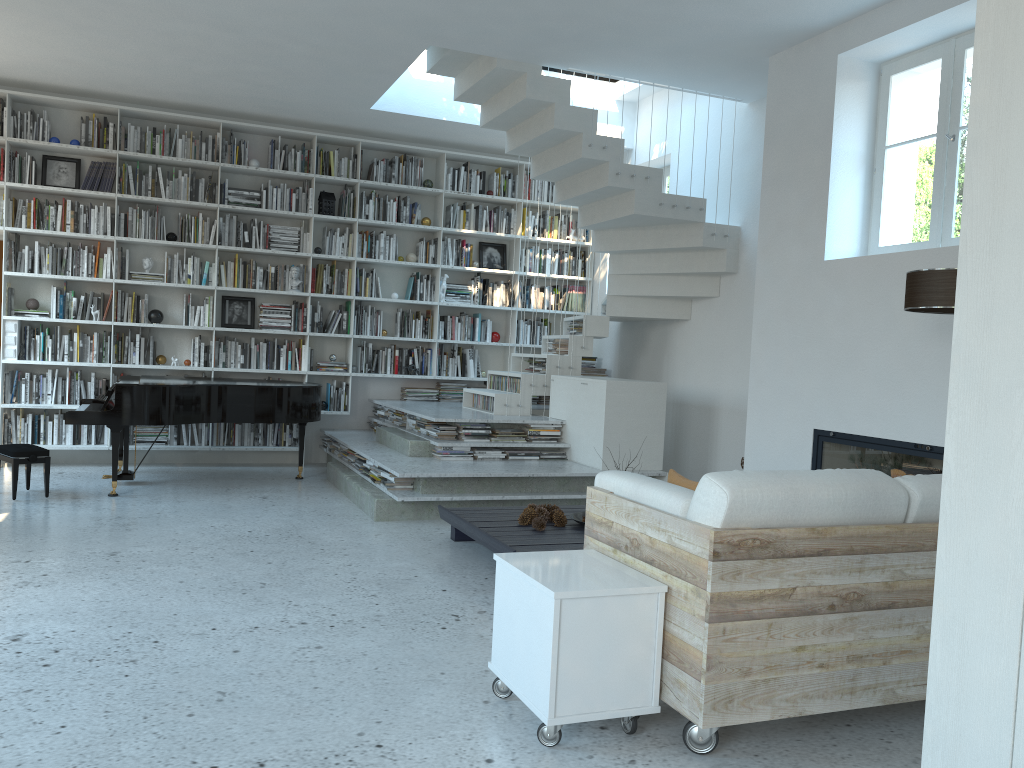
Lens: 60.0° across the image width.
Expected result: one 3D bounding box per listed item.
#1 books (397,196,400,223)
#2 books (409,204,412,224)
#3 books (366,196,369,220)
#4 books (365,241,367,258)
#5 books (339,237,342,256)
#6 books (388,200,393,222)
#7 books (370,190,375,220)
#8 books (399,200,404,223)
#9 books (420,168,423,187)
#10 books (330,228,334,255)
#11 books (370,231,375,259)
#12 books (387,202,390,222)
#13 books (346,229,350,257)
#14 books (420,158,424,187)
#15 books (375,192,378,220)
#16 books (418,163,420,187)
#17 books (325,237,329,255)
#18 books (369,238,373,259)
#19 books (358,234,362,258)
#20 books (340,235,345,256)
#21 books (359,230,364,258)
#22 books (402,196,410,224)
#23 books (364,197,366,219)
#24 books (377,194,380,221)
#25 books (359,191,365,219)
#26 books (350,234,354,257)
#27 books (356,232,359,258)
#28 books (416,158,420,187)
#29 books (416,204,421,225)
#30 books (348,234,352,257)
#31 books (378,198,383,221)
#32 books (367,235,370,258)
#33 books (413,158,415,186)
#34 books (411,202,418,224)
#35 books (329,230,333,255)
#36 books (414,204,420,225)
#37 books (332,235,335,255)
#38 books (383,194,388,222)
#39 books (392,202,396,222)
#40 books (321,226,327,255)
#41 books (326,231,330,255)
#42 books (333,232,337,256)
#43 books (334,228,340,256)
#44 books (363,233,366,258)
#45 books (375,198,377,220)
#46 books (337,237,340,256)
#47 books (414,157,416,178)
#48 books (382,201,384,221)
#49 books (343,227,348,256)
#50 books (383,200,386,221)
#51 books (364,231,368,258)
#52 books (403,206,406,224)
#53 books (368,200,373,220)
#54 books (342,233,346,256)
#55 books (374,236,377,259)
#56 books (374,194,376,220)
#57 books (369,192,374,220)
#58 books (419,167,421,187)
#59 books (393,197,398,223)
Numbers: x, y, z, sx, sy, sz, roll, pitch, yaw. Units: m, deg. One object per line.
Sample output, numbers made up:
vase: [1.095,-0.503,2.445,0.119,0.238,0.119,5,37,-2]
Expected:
books: [-1.135,-1.709,8.775,0.012,0.285,0.159,2,3,-22]
books: [-1.033,-1.669,8.805,0.030,0.213,0.156,2,3,-22]
books: [-1.426,-1.698,8.650,0.026,0.243,0.148,2,3,-22]
books: [-1.448,-1.300,8.672,0.021,0.179,0.136,2,3,-22]
books: [-1.672,-1.316,8.566,0.027,0.196,0.185,2,3,-22]
books: [-1.206,-1.687,8.733,0.023,0.237,0.149,2,3,-22]
books: [-1.368,-1.727,8.663,0.014,0.307,0.152,2,3,-22]
books: [-1.110,-1.684,8.766,0.030,0.238,0.185,2,3,-22]
books: [-0.920,-2.029,8.819,0.014,0.209,0.188,2,3,-22]
books: [-1.747,-1.359,8.548,0.019,0.275,0.146,2,3,-22]
books: [-1.373,-1.347,8.676,0.014,0.280,0.177,2,3,-22]
books: [-1.233,-1.678,8.736,0.025,0.216,0.144,2,3,-22]
books: [-1.605,-1.354,8.598,0.025,0.277,0.173,2,3,-22]
books: [-0.908,-2.078,8.821,0.006,0.306,0.163,2,3,-22]
books: [-1.339,-1.722,8.690,0.021,0.296,0.138,2,3,-22]
books: [-0.943,-2.065,8.802,0.008,0.279,0.180,2,3,-22]
books: [-1.791,-1.314,8.516,0.028,0.185,0.181,2,3,-22]
books: [-1.400,-1.317,8.688,0.026,0.216,0.161,2,3,-22]
books: [-1.500,-1.334,8.658,0.030,0.242,0.138,2,3,-22]
books: [-1.652,-1.322,8.574,0.029,0.211,0.157,2,3,-22]
books: [-1.477,-1.351,8.662,0.014,0.278,0.153,2,3,-22]
books: [-1.053,-1.705,8.779,0.029,0.285,0.183,2,3,-22]
books: [-1.445,-1.697,8.648,0.012,0.240,0.138,2,3,-22]
books: [-1.327,-1.712,8.703,0.012,0.277,0.133,2,3,-22]
books: [-1.460,-1.720,8.626,0.012,0.285,0.159,2,3,-22]
books: [-1.573,-1.333,8.611,0.026,0.238,0.173,2,3,-22]
books: [-1.530,-1.339,8.620,0.028,0.251,0.190,2,3,-22]
books: [-0.955,-2.075,8.804,0.013,0.297,0.188,2,3,-22]
books: [-0.944,-1.674,8.856,0.026,0.229,0.140,2,3,-22]
books: [-1.585,-1.329,8.590,0.028,0.230,0.176,2,3,-22]
books: [-1.301,-1.692,8.689,0.027,0.241,0.160,2,3,-22]
books: [-1.417,-1.328,8.679,0.013,0.236,0.157,2,3,-22]
books: [-0.987,-2.078,8.803,0.019,0.299,0.137,2,3,-22]
books: [-0.989,-1.678,8.809,0.054,0.235,0.171,2,3,-22]
books: [-1.761,-1.346,8.542,0.028,0.250,0.164,2,3,-22]
books: [-0.972,-1.668,8.826,0.048,0.216,0.182,2,3,-22]
books: [-1.739,-1.324,8.553,0.023,0.207,0.170,2,3,-22]
books: [-1.249,-1.713,8.729,0.013,0.284,0.154,2,3,-22]
books: [-1.181,-1.671,8.728,0.021,0.209,0.180,2,3,-22]
books: [-1.808,-1.366,8.529,0.018,0.285,0.159,2,3,-22]
books: [-1.780,-1.343,8.541,0.024,0.243,0.159,2,3,-22]
books: [-1.722,-1.338,8.553,0.023,0.236,0.178,2,3,-22]
books: [-1.697,-1.355,8.538,0.028,0.275,0.186,2,3,-22]
books: [-1.458,-1.334,8.652,0.014,0.248,0.176,2,3,-22]
books: [-1.352,-1.692,8.681,0.012,0.236,0.165,2,3,-22]
books: [-1.688,-1.315,8.556,0.024,0.195,0.172,2,3,-22]
books: [-0.980,-2.089,8.823,0.008,0.322,0.133,2,3,-22]
books: [-1.289,-1.679,8.715,0.014,0.215,0.132,2,3,-22]
books: [-1.620,-1.363,8.594,0.028,0.294,0.154,2,3,-22]
books: [-1.271,-1.683,8.726,0.028,0.223,0.142,2,3,-22]
books: [-1.435,-1.353,8.691,0.014,0.284,0.135,2,3,-22]
books: [-1.086,-1.655,8.783,0.027,0.182,0.176,2,3,-22]
books: [-1.396,-1.679,8.643,0.026,0.208,0.181,2,3,-22]
books: [-1.637,-1.333,8.587,0.024,0.234,0.149,2,3,-22]
books: [-1.359,-1.326,8.690,0.022,0.237,0.164,2,3,-22]
books: [-1.358,-1.708,8.668,0.010,0.269,0.166,2,3,-22]
books: [-1.383,-1.716,8.664,0.011,0.283,0.172,2,3,-22]
books: [-0.938,-2.033,8.821,0.018,0.214,0.157,2,3,-22]
books: [-1.160,-1.699,8.751,0.012,0.265,0.156,2,3,-22]
